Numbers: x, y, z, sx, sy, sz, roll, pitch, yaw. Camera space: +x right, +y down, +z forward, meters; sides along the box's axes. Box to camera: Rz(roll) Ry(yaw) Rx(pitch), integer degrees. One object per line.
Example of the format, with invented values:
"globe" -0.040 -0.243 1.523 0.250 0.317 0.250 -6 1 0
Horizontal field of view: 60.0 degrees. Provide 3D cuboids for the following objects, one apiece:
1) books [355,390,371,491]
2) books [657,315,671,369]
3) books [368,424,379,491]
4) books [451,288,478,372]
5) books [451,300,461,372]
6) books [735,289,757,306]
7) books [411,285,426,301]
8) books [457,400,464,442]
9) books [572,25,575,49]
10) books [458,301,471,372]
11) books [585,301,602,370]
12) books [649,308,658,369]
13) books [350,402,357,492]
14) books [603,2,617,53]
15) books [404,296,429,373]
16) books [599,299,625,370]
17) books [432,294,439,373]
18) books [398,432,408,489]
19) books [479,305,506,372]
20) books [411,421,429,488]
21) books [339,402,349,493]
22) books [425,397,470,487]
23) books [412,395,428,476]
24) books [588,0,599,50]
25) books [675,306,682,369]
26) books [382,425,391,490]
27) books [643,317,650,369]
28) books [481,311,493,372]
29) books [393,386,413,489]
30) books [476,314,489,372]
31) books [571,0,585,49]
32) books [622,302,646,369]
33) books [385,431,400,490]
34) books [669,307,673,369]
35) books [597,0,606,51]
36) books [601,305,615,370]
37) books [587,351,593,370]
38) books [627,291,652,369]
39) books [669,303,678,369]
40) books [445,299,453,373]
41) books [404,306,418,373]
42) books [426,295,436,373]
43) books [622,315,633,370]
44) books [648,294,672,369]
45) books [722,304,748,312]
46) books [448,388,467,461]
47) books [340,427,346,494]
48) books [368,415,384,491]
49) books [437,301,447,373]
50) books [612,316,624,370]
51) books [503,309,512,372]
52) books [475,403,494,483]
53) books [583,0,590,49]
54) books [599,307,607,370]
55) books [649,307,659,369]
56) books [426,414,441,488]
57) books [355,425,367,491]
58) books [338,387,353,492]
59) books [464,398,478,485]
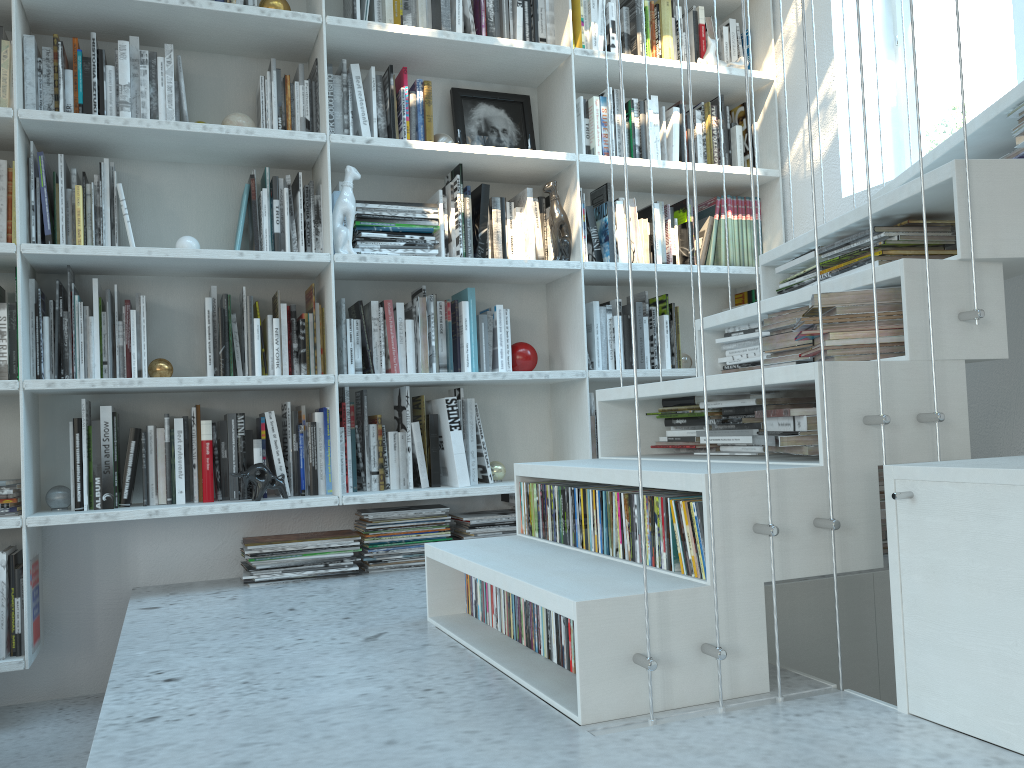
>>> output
"books" -0.491 0.185 2.919 0.013 0.327 0.130 -2 -3 -21
"books" 0.535 -0.144 3.305 0.021 0.205 0.174 -2 -3 -21
"books" -0.468 0.241 2.913 0.023 0.214 0.163 -2 -3 -21
"books" -0.162 -0.171 3.035 0.026 0.290 0.181 -2 -3 -21
"books" -0.208 -0.151 3.039 0.012 0.254 0.161 -2 -3 -21
"books" 0.928 -0.206 3.491 0.013 0.315 0.129 -2 -3 -21
"books" -0.309 -0.171 2.988 0.013 0.299 0.147 -2 -3 -21
"books" -0.194 0.199 3.026 0.012 0.285 0.159 -2 -3 -21
"books" 0.180 -1.284 3.175 0.036 0.293 0.135 -2 -3 -21
"books" -0.183 -0.147 3.022 0.023 0.243 0.190 -2 -3 -21
"books" 0.271 -0.161 3.204 0.024 0.252 0.175 -2 -3 -21
"books" 0.489 -0.155 3.300 0.014 0.230 0.172 -2 -3 -21
"books" -0.530 0.206 2.892 0.015 0.286 0.138 -2 -3 -21
"books" 0.321 -1.239 3.199 0.024 0.193 0.190 -2 -3 -21
"books" -0.320 -0.150 2.959 0.028 0.255 0.191 -2 -3 -21
"books" 0.367 -0.170 3.265 0.024 0.267 0.133 -2 -3 -21
"books" -0.278 -0.158 3.003 0.011 0.272 0.152 -2 -3 -21
"books" -0.379 0.253 2.941 0.024 0.185 0.149 -2 -3 -21
"books" -0.069 -0.145 3.080 0.025 0.235 0.181 -2 -3 -21
"books" -0.329 0.236 2.958 0.052 0.217 0.184 -2 -3 -21
"books" -0.556 0.207 2.884 0.012 0.286 0.158 -2 -3 -21
"books" -0.220 0.194 2.961 0.075 0.291 0.255 -2 -3 -21
"books" -0.310 0.193 2.991 0.010 0.304 0.131 -2 -3 -21
"books" 0.253 -1.272 3.169 0.026 0.263 0.189 -2 -3 -21
"books" 0.587 -0.161 3.342 0.013 0.239 0.166 -2 -3 -21
"books" -0.433 0.242 2.928 0.025 0.210 0.137 -2 -3 -21
"books" 0.456 -0.139 3.293 0.027 0.201 0.164 -2 -3 -21
"books" -0.101 -0.135 3.077 0.037 0.218 0.139 -2 -3 -21
"books" -0.363 0.178 2.948 0.014 0.333 0.169 -2 -3 -21
"books" -0.126 -0.127 3.050 0.030 0.200 0.189 -2 -3 -21
"books" 0.210 -1.287 3.162 0.010 0.294 0.183 -2 -3 -21
"books" 0.427 -0.164 3.253 0.027 0.248 0.184 -2 -3 -21
"books" -0.407 0.253 2.938 0.030 0.188 0.140 -2 -3 -21
"books" 0.555 -0.160 3.330 0.014 0.237 0.146 -2 -3 -21
"books" 0.284 -1.253 3.192 0.049 0.223 0.161 -2 -3 -21
"books" 0.324 -0.157 3.233 0.022 0.242 0.151 -2 -3 -21
"books" 0.215 -0.171 3.199 0.085 0.278 0.159 -2 -3 -21
"books" 0.473 -0.187 3.302 0.013 0.297 0.141 -2 -3 -21
"books" 0.574 -0.168 3.342 0.012 0.254 0.161 -2 -3 -21
"books" -0.235 -0.149 3.001 0.014 0.249 0.177 -2 -3 -21
"books" -0.346 -0.136 2.973 0.012 0.229 0.179 -2 -3 -21
"books" -0.291 -0.154 2.976 0.012 0.262 0.186 -2 -3 -21
"books" 0.394 -0.141 3.267 0.025 0.208 0.149 -2 -3 -21
"books" 0.545 -0.183 3.320 0.011 0.284 0.161 -2 -3 -21
"books" 0.877 -0.175 3.458 0.012 0.254 0.161 -2 -3 -21
"books" -0.185 0.179 3.036 0.012 0.326 0.136 -2 -3 -21
"books" -0.566 0.245 2.856 0.027 0.208 0.164 -2 -3 -21
"books" -0.448 0.225 2.911 0.015 0.243 0.156 -2 -3 -21
"books" -0.261 -0.146 3.012 0.026 0.246 0.166 -2 -3 -21
"books" 0.351 -0.138 3.237 0.029 0.201 0.172 -2 -3 -21
"books" -0.046 -0.139 3.091 0.027 0.223 0.170 -2 -3 -21
"books" -0.122 0.203 3.046 0.062 0.274 0.148 -2 -3 -21
"books" 0.228 -1.242 3.166 0.024 0.205 0.166 -2 -3 -21
"books" 0.297 -0.153 3.222 0.037 0.236 0.153 -2 -3 -21
"books" 0.502 -0.160 3.323 0.027 0.242 0.132 -2 -3 -21
"books" -0.283 0.224 2.980 0.031 0.239 0.171 -2 -3 -21
"books" -0.510 0.243 2.909 0.033 0.213 0.140 -2 -3 -21
"books" -0.543 0.181 2.885 0.014 0.337 0.132 -2 -3 -21
"books" -0.159 0.196 3.021 0.025 0.287 0.160 -2 -3 -21
